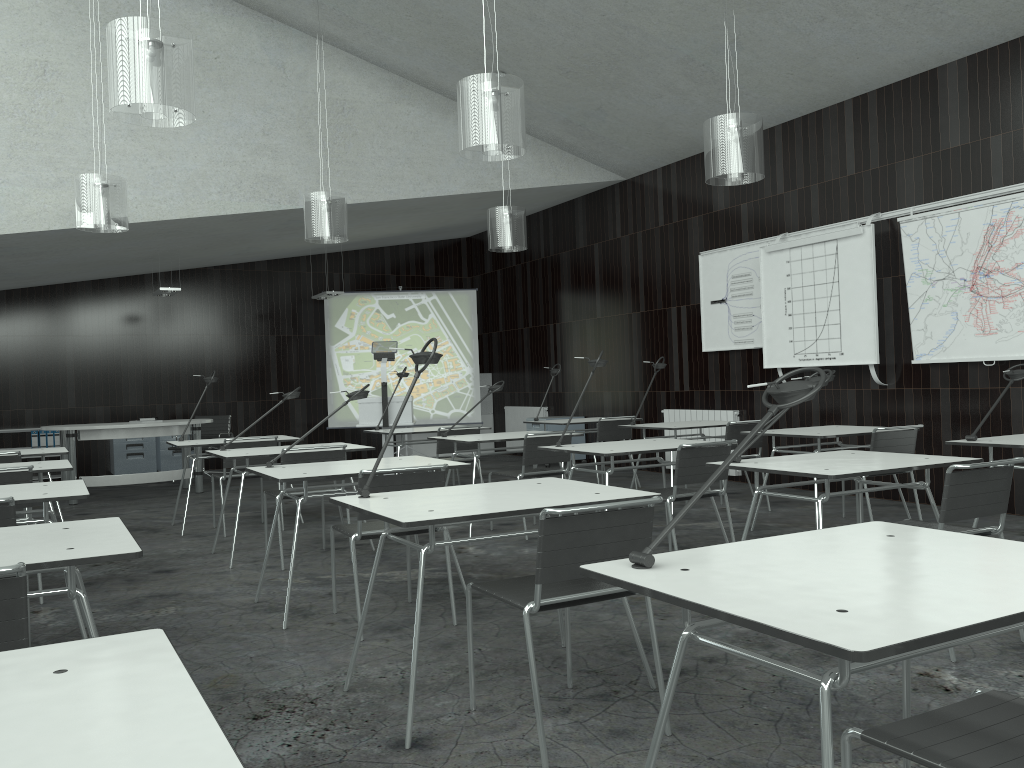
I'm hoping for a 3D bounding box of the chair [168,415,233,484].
[{"bbox_3d":[-3.568,0.826,10.208,0.560,0.825,0.587,-2,0,10],"label":"chair"}]

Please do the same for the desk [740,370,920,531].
[{"bbox_3d":[2.067,0.477,5.778,0.900,1.153,0.700,-2,0,-29],"label":"desk"}]

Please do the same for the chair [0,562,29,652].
[{"bbox_3d":[-1.256,0.792,1.914,0.428,0.765,0.555,-2,0,-30],"label":"chair"}]

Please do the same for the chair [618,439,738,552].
[{"bbox_3d":[0.886,0.712,4.714,0.428,0.765,0.555,-2,0,-33],"label":"chair"}]

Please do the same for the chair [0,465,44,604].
[{"bbox_3d":[-2.634,0.834,4.413,0.428,0.765,0.555,-2,0,-41],"label":"chair"}]

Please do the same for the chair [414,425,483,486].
[{"bbox_3d":[-0.514,0.755,7.196,0.428,0.765,0.555,-2,0,-31],"label":"chair"}]

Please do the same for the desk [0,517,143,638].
[{"bbox_3d":[-1.434,0.606,2.209,0.900,1.153,0.700,-2,0,-28],"label":"desk"}]

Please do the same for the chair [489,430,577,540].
[{"bbox_3d":[0.142,0.735,6.034,0.428,0.765,0.555,-2,0,-32],"label":"chair"}]

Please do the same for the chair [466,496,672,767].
[{"bbox_3d":[0.152,0.742,2.629,0.428,0.765,0.555,-2,0,-29],"label":"chair"}]

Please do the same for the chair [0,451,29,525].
[{"bbox_3d":[-3.335,0.856,5.672,0.428,0.765,0.555,-2,0,-27],"label":"chair"}]

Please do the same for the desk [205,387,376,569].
[{"bbox_3d":[-1.395,0.597,5.567,0.900,1.153,0.700,-2,0,-29],"label":"desk"}]

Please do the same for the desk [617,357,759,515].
[{"bbox_3d":[1.409,0.413,7.077,0.900,1.321,0.700,-2,0,-30],"label":"desk"}]

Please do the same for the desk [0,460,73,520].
[{"bbox_3d":[-2.854,0.649,4.736,0.900,1.153,0.700,-2,0,-29],"label":"desk"}]

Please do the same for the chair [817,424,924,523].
[{"bbox_3d":[2.227,0.664,5.524,0.428,0.765,0.555,-2,0,-26],"label":"chair"}]

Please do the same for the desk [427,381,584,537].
[{"bbox_3d":[-0.049,0.549,6.284,0.900,1.153,0.700,-2,0,-29],"label":"desk"}]

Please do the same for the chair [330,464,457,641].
[{"bbox_3d":[-0.534,0.763,3.865,0.428,0.765,0.555,-2,0,-27],"label":"chair"}]

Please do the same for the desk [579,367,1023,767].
[{"bbox_3d":[0.695,0.533,1.705,0.900,1.153,0.700,-2,0,-29],"label":"desk"}]

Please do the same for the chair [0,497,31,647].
[{"bbox_3d":[-1.942,0.813,3.132,0.428,0.765,0.555,-2,0,-25],"label":"chair"}]

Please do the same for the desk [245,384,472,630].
[{"bbox_3d":[-0.739,0.577,4.235,0.900,1.153,0.700,-2,0,-28],"label":"desk"}]

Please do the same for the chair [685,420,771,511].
[{"bbox_3d":[1.630,0.682,6.714,0.428,0.765,0.555,-2,0,-30],"label":"chair"}]

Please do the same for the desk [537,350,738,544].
[{"bbox_3d":[0.701,0.442,5.007,0.900,1.321,0.700,-2,0,-29],"label":"desk"}]

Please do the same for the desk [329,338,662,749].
[{"bbox_3d":[-0.069,0.473,2.954,0.900,1.321,0.700,-2,0,-29],"label":"desk"}]

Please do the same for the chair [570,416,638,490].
[{"bbox_3d":[0.830,0.707,8.083,0.428,0.765,0.555,-2,0,-31],"label":"chair"}]

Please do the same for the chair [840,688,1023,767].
[{"bbox_3d":[0.875,0.719,1.412,0.428,0.765,0.555,-2,0,-29],"label":"chair"}]

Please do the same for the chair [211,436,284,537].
[{"bbox_3d":[-1.957,0.806,6.515,0.428,0.765,0.555,-2,0,-30],"label":"chair"}]

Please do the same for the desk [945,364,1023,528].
[{"bbox_3d":[2.801,0.454,4.512,0.900,1.153,0.700,-2,0,-30],"label":"desk"}]

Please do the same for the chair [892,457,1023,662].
[{"bbox_3d":[1.605,0.690,3.385,0.428,0.765,0.555,-2,0,-29],"label":"chair"}]

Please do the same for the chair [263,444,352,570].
[{"bbox_3d":[-1.234,0.784,5.313,0.428,0.765,0.555,-2,0,-29],"label":"chair"}]

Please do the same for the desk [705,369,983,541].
[{"bbox_3d":[1.397,0.505,3.753,0.900,1.153,0.700,-2,0,-29],"label":"desk"}]

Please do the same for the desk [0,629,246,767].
[{"bbox_3d":[-0.782,0.586,0.901,0.900,1.153,0.700,-2,0,-29],"label":"desk"}]

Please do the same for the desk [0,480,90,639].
[{"bbox_3d":[-2.156,0.544,3.460,0.900,1.321,0.700,-2,0,-28],"label":"desk"}]
